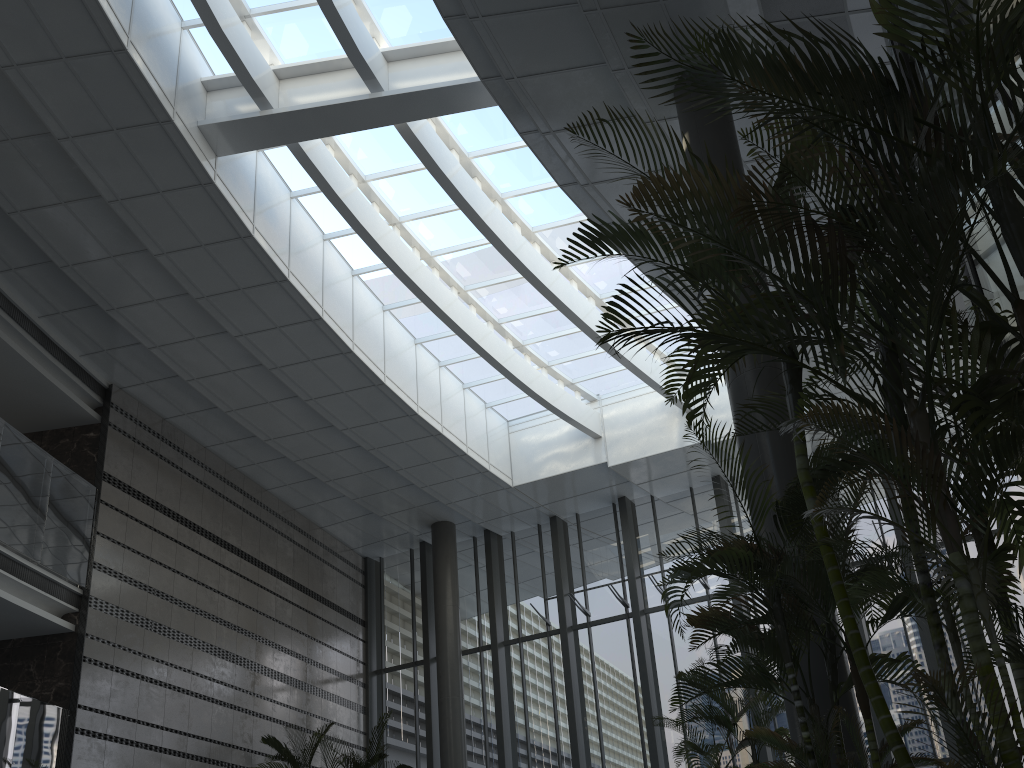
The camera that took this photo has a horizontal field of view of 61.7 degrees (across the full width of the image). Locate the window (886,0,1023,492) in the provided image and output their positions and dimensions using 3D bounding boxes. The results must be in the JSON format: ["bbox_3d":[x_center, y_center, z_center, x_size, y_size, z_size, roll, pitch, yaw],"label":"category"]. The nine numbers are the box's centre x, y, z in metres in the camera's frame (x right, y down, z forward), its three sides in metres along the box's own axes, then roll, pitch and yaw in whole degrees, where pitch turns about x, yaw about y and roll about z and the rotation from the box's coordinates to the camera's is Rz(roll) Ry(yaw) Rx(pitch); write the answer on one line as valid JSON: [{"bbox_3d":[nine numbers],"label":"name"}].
[{"bbox_3d":[5.772,0.680,6.558,4.255,7.168,17.031,-14,-32,18],"label":"window"}]

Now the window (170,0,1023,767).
[{"bbox_3d":[-1.386,1.397,8.335,13.986,9.018,20.241,-23,-36,29],"label":"window"}]

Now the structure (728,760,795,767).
[{"bbox_3d":[3.176,5.859,10.037,3.876,2.655,3.452,-23,-34,29],"label":"structure"}]

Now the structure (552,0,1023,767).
[{"bbox_3d":[1.445,0.439,2.902,2.434,4.176,2.820,-6,-26,2],"label":"structure"}]

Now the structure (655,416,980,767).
[{"bbox_3d":[1.694,1.919,4.437,1.646,3.343,2.279,-7,-26,5],"label":"structure"}]

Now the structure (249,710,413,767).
[{"bbox_3d":[-2.523,6.999,12.358,2.567,4.177,2.676,-17,-28,24],"label":"structure"}]

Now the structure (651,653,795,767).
[{"bbox_3d":[2.003,3.828,7.174,1.409,3.103,1.357,-7,-24,6],"label":"structure"}]
